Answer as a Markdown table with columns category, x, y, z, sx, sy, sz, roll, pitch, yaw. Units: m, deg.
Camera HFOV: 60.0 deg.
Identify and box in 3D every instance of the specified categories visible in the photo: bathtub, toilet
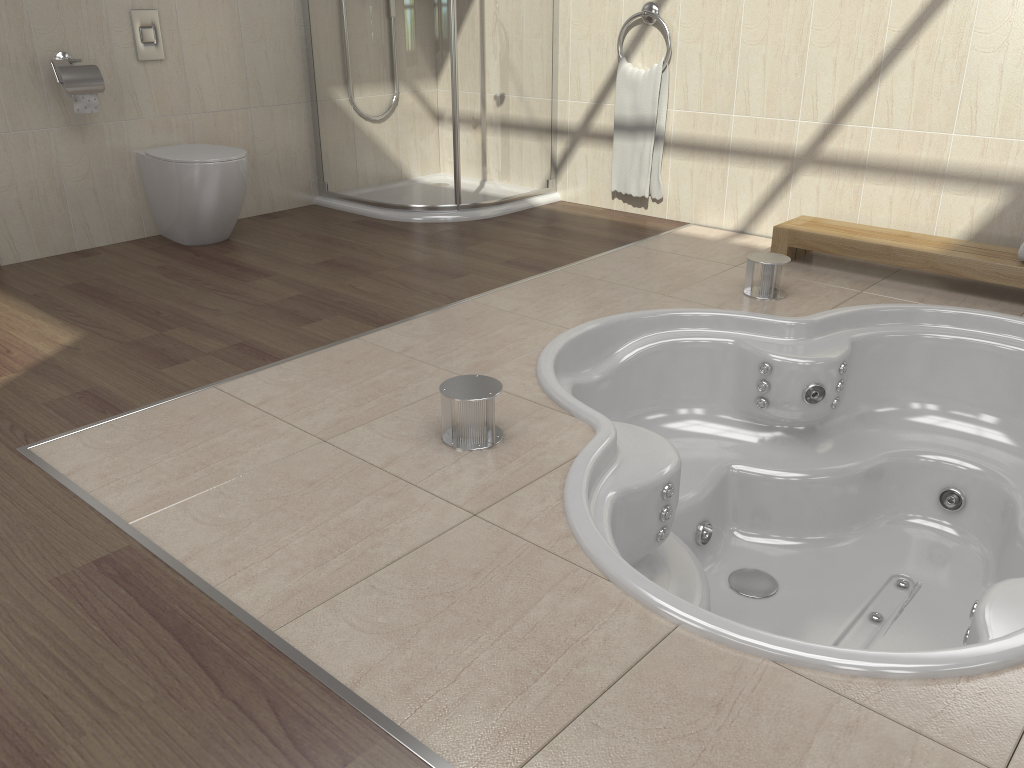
| category | x | y | z | sx | sy | sz | roll | pitch | yaw |
| --- | --- | --- | --- | --- | --- | --- | --- | --- | --- |
| bathtub | 0.964 | 0.390 | 2.324 | 1.754 | 0.674 | 1.751 | -2 | 24 | -3 |
| toilet | -1.337 | -0.803 | 3.813 | 0.519 | 0.388 | 0.337 | 19 | 30 | 38 |

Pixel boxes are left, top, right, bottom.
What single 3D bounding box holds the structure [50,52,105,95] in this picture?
| category | x | y | z | sx | sy | sz | roll | pitch | yaw |
| --- | --- | --- | --- | --- | --- | --- | --- | --- | --- |
| structure | -1.711 | -1.219 | 3.473 | 0.154 | 0.151 | 0.170 | 19 | 30 | 38 |

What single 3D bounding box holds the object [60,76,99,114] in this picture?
| category | x | y | z | sx | sy | sz | roll | pitch | yaw |
| --- | --- | --- | --- | --- | --- | --- | --- | --- | --- |
| object | -1.697 | -1.144 | 3.483 | 0.090 | 0.151 | 0.098 | 19 | 30 | 38 |

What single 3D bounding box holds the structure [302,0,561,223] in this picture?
| category | x | y | z | sx | sy | sz | roll | pitch | yaw |
| --- | --- | --- | --- | --- | --- | --- | --- | --- | --- |
| structure | -0.385 | -1.820 | 4.219 | 0.900 | 1.917 | 0.900 | 19 | 30 | 38 |

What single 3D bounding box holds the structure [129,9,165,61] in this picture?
| category | x | y | z | sx | sy | sz | roll | pitch | yaw |
| --- | --- | --- | --- | --- | --- | --- | --- | --- | --- |
| structure | -1.527 | -1.460 | 3.711 | 0.010 | 0.200 | 0.120 | 19 | 30 | 38 |

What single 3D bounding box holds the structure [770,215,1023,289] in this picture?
| category | x | y | z | sx | sy | sz | roll | pitch | yaw |
| --- | --- | --- | --- | --- | --- | --- | --- | --- | --- |
| structure | 1.600 | -0.432 | 3.239 | 1.280 | 0.140 | 0.260 | 19 | 30 | 38 |

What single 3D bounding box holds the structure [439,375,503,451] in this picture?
| category | x | y | z | sx | sy | sz | roll | pitch | yaw |
| --- | --- | --- | --- | --- | --- | --- | --- | --- | --- |
| structure | -0.096 | 0.067 | 2.118 | 0.150 | 0.131 | 0.150 | 3 | 24 | 7 |

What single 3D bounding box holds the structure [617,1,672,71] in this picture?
| category | x | y | z | sx | sy | sz | roll | pitch | yaw |
| --- | --- | --- | --- | --- | --- | --- | --- | --- | --- |
| structure | 0.603 | -1.547 | 3.998 | 0.291 | 0.332 | 0.051 | 19 | 30 | 38 |

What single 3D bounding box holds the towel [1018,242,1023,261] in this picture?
| category | x | y | z | sx | sy | sz | roll | pitch | yaw |
| --- | --- | --- | --- | --- | --- | --- | --- | --- | --- |
| towel | 1.895 | -0.436 | 2.947 | 0.233 | 0.099 | 0.331 | -21 | 31 | -39 |

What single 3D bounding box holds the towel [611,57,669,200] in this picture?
| category | x | y | z | sx | sy | sz | roll | pitch | yaw |
| --- | --- | --- | --- | --- | --- | --- | --- | --- | --- |
| towel | 0.595 | -1.188 | 4.131 | 0.280 | 0.635 | 0.083 | 20 | 31 | 38 |

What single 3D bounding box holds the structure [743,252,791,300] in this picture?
| category | x | y | z | sx | sy | sz | roll | pitch | yaw |
| --- | --- | --- | --- | --- | --- | --- | --- | --- | --- |
| structure | 0.903 | -0.383 | 3.143 | 0.150 | 0.131 | 0.150 | 14 | 27 | 29 |
